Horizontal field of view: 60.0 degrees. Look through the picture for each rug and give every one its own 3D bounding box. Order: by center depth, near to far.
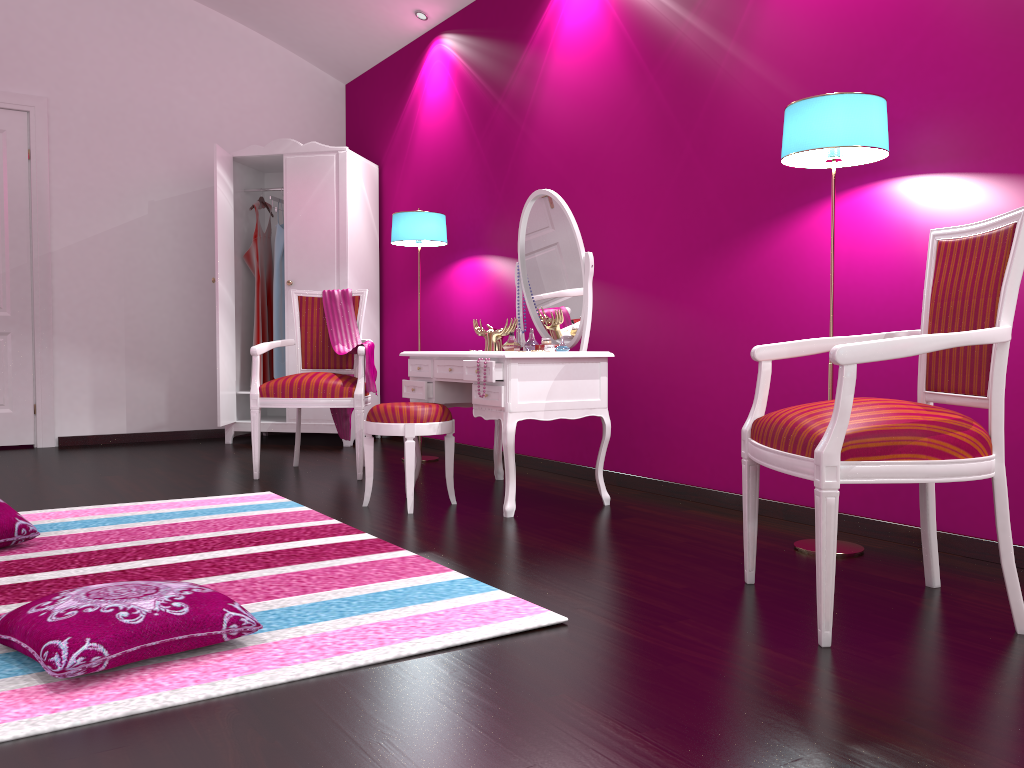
[{"bbox_3d":[-1.031,0.502,2.451,1.400,0.018,2.100,-2,3,-33],"label":"rug"}]

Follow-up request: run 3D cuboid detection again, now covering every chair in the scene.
[{"bbox_3d":[0.836,0.072,2.032,0.511,0.901,0.528,0,2,-3],"label":"chair"},{"bbox_3d":[-0.393,0.272,3.414,0.337,0.390,0.337,-2,3,-36],"label":"chair"},{"bbox_3d":[-0.931,-0.019,4.278,0.528,0.901,0.511,0,2,2],"label":"chair"}]

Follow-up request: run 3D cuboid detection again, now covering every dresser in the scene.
[{"bbox_3d":[-1.388,-0.568,5.579,0.842,1.893,0.875,0,2,12],"label":"dresser"}]

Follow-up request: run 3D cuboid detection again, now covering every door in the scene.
[{"bbox_3d":[-3.496,-0.616,4.975,1.405,2.001,0.098,-2,3,-33],"label":"door"}]

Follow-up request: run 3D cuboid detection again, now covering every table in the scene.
[{"bbox_3d":[-0.053,0.164,3.606,0.526,0.592,0.856,-2,3,-33],"label":"table"}]

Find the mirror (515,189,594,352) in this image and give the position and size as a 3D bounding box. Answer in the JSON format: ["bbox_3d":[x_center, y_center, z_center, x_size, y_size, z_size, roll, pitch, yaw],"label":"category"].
[{"bbox_3d":[0.168,-0.395,3.725,0.138,0.829,0.544,-2,3,-33],"label":"mirror"}]

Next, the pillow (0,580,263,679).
[{"bbox_3d":[-0.781,0.468,1.776,0.419,0.107,0.401,2,3,43],"label":"pillow"}]

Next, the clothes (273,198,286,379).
[{"bbox_3d":[-1.455,-0.592,5.762,0.180,1.199,0.191,0,2,-9],"label":"clothes"}]

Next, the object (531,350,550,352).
[{"bbox_3d":[0.106,-0.124,3.312,0.073,0.006,0.073,1,2,20],"label":"object"}]

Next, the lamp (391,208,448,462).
[{"bbox_3d":[-0.496,-0.265,4.772,0.303,1.352,0.303,0,2,12],"label":"lamp"}]

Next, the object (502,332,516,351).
[{"bbox_3d":[-0.001,-0.180,3.782,0.098,0.081,0.045,2,3,35],"label":"object"}]

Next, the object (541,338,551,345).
[{"bbox_3d":[0.138,-0.170,3.557,0.040,0.026,0.040,-2,3,-33],"label":"object"}]

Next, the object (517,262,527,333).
[{"bbox_3d":[0.045,-0.384,3.917,0.044,0.320,0.022,-2,3,-33],"label":"object"}]

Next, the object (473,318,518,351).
[{"bbox_3d":[-0.073,-0.218,3.926,0.248,0.145,0.085,2,3,45],"label":"object"}]

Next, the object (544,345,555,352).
[{"bbox_3d":[0.144,-0.136,3.386,0.040,0.026,0.040,-2,3,-33],"label":"object"}]

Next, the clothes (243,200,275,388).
[{"bbox_3d":[-1.650,-0.580,5.779,0.173,1.237,0.315,1,2,15],"label":"clothes"}]

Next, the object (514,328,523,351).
[{"bbox_3d":[0.027,-0.185,3.722,0.030,0.096,0.030,1,3,29],"label":"object"}]

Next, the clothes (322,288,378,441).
[{"bbox_3d":[-0.782,-0.089,4.336,0.162,0.777,0.601,-1,3,-29],"label":"clothes"}]

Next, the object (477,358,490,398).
[{"bbox_3d":[-0.101,-0.022,3.197,0.032,0.143,0.063,-2,3,-33],"label":"object"}]

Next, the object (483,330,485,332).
[{"bbox_3d":[-0.124,-0.237,3.950,0.020,0.007,0.020,2,3,38],"label":"object"}]

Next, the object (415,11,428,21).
[{"bbox_3d":[-0.522,-2.154,5.163,0.085,0.058,0.080,-2,3,-33],"label":"object"}]

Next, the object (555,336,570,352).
[{"bbox_3d":[0.195,-0.155,3.434,0.059,0.060,0.082,1,2,13],"label":"object"}]

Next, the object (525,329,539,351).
[{"bbox_3d":[0.082,-0.182,3.682,0.059,0.094,0.059,0,2,7],"label":"object"}]

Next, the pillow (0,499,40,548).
[{"bbox_3d":[-1.693,0.379,2.587,0.391,0.224,0.425,1,3,26],"label":"pillow"}]

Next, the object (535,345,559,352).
[{"bbox_3d":[0.147,-0.143,3.538,0.075,0.027,0.122,-1,2,-18],"label":"object"}]

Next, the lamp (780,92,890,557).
[{"bbox_3d":[0.950,-0.179,2.636,0.303,1.352,0.303,-1,3,-23],"label":"lamp"}]
